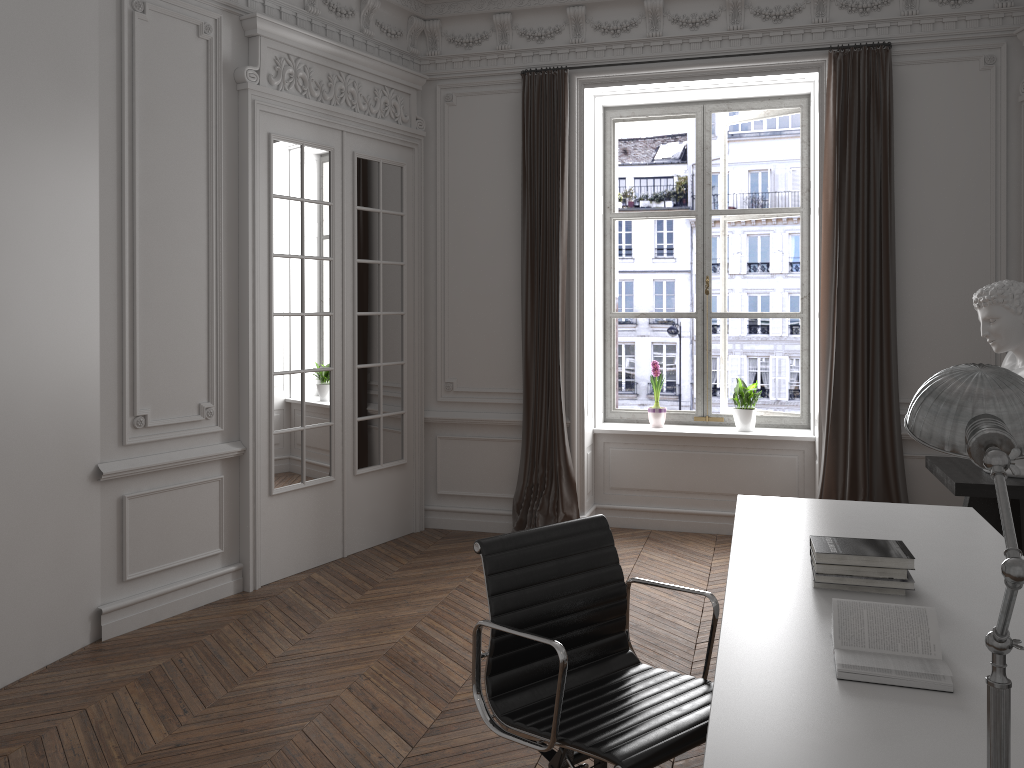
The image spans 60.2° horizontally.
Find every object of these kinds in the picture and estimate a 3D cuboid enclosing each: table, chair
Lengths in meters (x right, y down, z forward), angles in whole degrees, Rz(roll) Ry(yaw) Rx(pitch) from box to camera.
[{"bbox_3d":[1.032,0.961,2.357,0.900,0.748,2.629,1,5,16],"label":"table"},{"bbox_3d":[0.263,0.882,2.293,0.668,0.923,0.694,2,3,42],"label":"chair"},{"bbox_3d":[2.466,0.797,4.242,0.767,0.749,0.769,1,3,16],"label":"table"}]

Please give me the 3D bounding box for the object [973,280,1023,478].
[{"bbox_3d":[2.411,-0.035,4.199,0.392,0.923,0.635,0,2,16],"label":"object"}]

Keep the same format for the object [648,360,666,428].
[{"bbox_3d":[1.031,0.068,6.281,0.129,0.476,0.129,0,1,-24],"label":"object"}]

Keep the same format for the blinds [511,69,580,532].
[{"bbox_3d":[0.189,-0.519,5.786,0.580,3.101,0.310,0,0,21],"label":"blinds"}]

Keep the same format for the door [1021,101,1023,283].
[{"bbox_3d":[2.987,-0.195,4.332,0.086,2.735,1.567,0,1,0],"label":"door"}]

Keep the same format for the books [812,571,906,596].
[{"bbox_3d":[0.992,0.559,2.545,0.242,0.023,0.192,1,5,18],"label":"books"}]

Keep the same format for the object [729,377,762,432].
[{"bbox_3d":[1.610,0.137,6.077,0.215,0.369,0.285,0,2,-6],"label":"object"}]

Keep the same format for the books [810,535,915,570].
[{"bbox_3d":[0.999,0.482,2.536,0.258,0.032,0.192,1,5,14],"label":"books"}]

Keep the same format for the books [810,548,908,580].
[{"bbox_3d":[0.990,0.512,2.540,0.239,0.028,0.191,1,5,14],"label":"books"}]

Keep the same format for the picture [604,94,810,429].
[{"bbox_3d":[0.468,-0.881,2.734,13.201,4.800,13.274,1,4,8],"label":"picture"}]

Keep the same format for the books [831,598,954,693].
[{"bbox_3d":[0.839,0.571,1.977,0.226,0.095,0.279,1,5,18],"label":"books"}]

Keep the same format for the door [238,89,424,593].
[{"bbox_3d":[-1.052,-0.287,5.470,0.086,2.735,1.566,0,1,31],"label":"door"}]

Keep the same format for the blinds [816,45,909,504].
[{"bbox_3d":[2.041,-0.474,5.226,0.777,3.100,0.342,0,0,10],"label":"blinds"}]

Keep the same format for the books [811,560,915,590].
[{"bbox_3d":[0.998,0.538,2.535,0.258,0.023,0.212,1,5,16],"label":"books"}]

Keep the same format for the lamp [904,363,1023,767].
[{"bbox_3d":[0.727,0.326,1.361,0.269,0.699,0.489,0,2,16],"label":"lamp"}]
